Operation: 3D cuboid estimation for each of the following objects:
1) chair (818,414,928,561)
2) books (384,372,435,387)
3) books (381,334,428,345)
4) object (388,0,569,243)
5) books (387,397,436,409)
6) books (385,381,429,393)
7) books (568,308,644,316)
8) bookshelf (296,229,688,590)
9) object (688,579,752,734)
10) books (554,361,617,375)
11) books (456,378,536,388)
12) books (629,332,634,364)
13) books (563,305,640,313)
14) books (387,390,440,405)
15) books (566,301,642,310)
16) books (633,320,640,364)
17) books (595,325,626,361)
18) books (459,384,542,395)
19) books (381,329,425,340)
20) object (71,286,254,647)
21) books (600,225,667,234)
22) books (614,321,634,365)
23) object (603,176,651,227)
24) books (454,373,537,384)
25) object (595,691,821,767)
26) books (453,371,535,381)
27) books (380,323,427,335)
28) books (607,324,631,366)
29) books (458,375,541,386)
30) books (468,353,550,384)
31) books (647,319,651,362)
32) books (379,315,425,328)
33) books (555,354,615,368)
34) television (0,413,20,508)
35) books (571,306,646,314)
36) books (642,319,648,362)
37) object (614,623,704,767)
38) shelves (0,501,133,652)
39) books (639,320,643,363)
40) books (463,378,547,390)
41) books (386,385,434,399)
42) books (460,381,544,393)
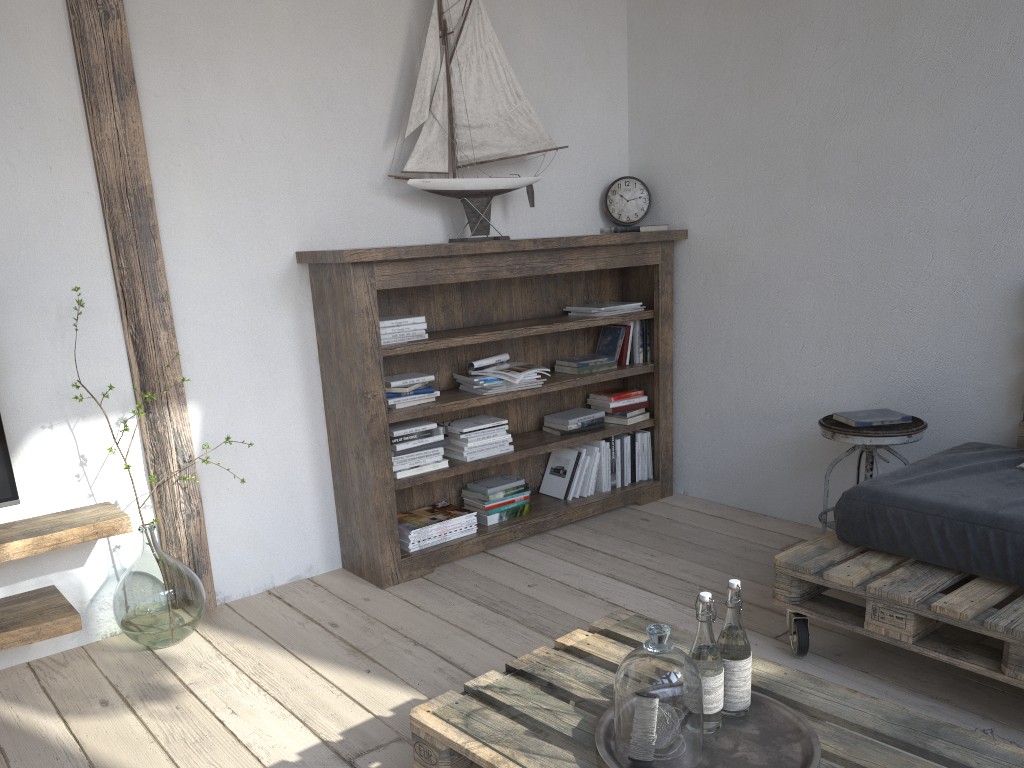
[{"bbox_3d":[1.254,0.379,3.104,0.349,0.537,0.347,-13,17,-33],"label":"chair"},{"bbox_3d":[-0.398,-0.016,3.214,0.182,0.019,0.137,-11,13,-37],"label":"books"},{"bbox_3d":[-0.435,-0.163,3.153,0.216,0.017,0.155,-12,13,-42],"label":"books"},{"bbox_3d":[-0.115,-1.031,3.176,0.780,1.023,0.137,-11,18,-31],"label":"object"},{"bbox_3d":[-0.394,0.060,3.235,0.181,0.020,0.138,-12,13,-42],"label":"books"},{"bbox_3d":[-0.401,0.004,3.214,0.132,0.022,0.194,0,10,18],"label":"books"},{"bbox_3d":[0.404,-0.310,3.767,0.254,0.009,0.202,-12,13,-43],"label":"books"},{"bbox_3d":[0.029,0.030,3.523,1.601,1.211,0.342,-12,18,-36],"label":"bookshelf"},{"bbox_3d":[0.384,0.502,1.635,0.151,0.276,0.070,-14,19,-36],"label":"object"},{"bbox_3d":[0.315,-0.075,3.770,0.216,0.031,0.159,-10,12,-34],"label":"books"},{"bbox_3d":[-0.063,-0.015,3.446,0.256,0.009,0.200,-7,11,-21],"label":"books"},{"bbox_3d":[0.493,-0.179,3.897,0.017,0.178,0.115,-16,19,-38],"label":"books"},{"bbox_3d":[0.382,-0.325,3.756,0.255,0.009,0.201,-9,11,-31],"label":"books"},{"bbox_3d":[-0.399,0.043,3.227,0.216,0.017,0.155,-11,12,-37],"label":"books"},{"bbox_3d":[0.393,-0.335,3.758,0.254,0.009,0.202,-12,13,-41],"label":"books"},{"bbox_3d":[0.512,-0.196,3.901,0.020,0.207,0.133,-16,19,-38],"label":"books"},{"bbox_3d":[0.425,-0.166,3.840,0.080,0.177,0.129,-14,18,-37],"label":"books"},{"bbox_3d":[-0.047,0.011,3.450,0.255,0.009,0.201,-9,11,-29],"label":"books"},{"bbox_3d":[-0.424,-0.178,3.134,0.182,0.019,0.137,-11,13,-37],"label":"books"},{"bbox_3d":[-1.062,0.249,2.754,0.272,1.155,0.504,9,19,37],"label":"object"},{"bbox_3d":[0.530,-0.671,3.819,0.176,0.026,0.232,-11,13,-38],"label":"books"},{"bbox_3d":[0.469,-0.185,3.873,0.049,0.197,0.137,-16,19,-38],"label":"books"},{"bbox_3d":[0.499,-0.790,3.814,0.204,0.216,0.079,-3,15,-2],"label":"object"},{"bbox_3d":[-0.066,-0.033,3.448,0.255,0.009,0.201,-9,11,-31],"label":"books"},{"bbox_3d":[0.348,0.644,1.586,0.393,0.022,0.385,-6,10,-18],"label":"object"},{"bbox_3d":[-0.074,-0.041,3.446,0.256,0.009,0.200,-8,11,-26],"label":"books"},{"bbox_3d":[-0.438,-0.200,3.140,0.216,0.022,0.155,-11,13,-37],"label":"books"},{"bbox_3d":[0.452,-0.172,3.857,0.058,0.181,0.137,-16,19,-39],"label":"books"},{"bbox_3d":[-0.051,-0.025,3.446,0.255,0.009,0.201,-9,11,-31],"label":"books"},{"bbox_3d":[-0.010,-0.057,3.453,0.220,0.091,0.255,4,12,31],"label":"books"},{"bbox_3d":[0.565,-0.199,3.945,0.020,0.191,0.137,-16,19,-37],"label":"books"},{"bbox_3d":[-0.444,-0.224,3.139,0.216,0.022,0.155,-11,13,-37],"label":"books"},{"bbox_3d":[0.311,-0.099,3.755,0.202,0.022,0.147,-10,12,-33],"label":"books"},{"bbox_3d":[-1.860,0.146,2.127,1.087,0.728,0.203,-12,18,-36],"label":"television"},{"bbox_3d":[0.414,-0.320,3.773,0.202,0.009,0.253,6,13,43],"label":"books"},{"bbox_3d":[0.548,-0.201,3.919,0.020,0.207,0.134,-16,19,-38],"label":"books"},{"bbox_3d":[0.257,0.536,1.540,0.155,0.255,0.151,2,15,20],"label":"object"},{"bbox_3d":[-1.795,0.722,2.265,1.580,0.465,0.325,-11,16,-37],"label":"shelves"},{"bbox_3d":[0.527,-0.192,3.916,0.020,0.191,0.137,-16,19,-37],"label":"books"},{"bbox_3d":[-0.029,-0.010,3.457,0.254,0.009,0.201,-10,12,-36],"label":"books"},{"bbox_3d":[-0.406,0.025,3.218,0.207,0.021,0.143,-7,11,-22],"label":"books"},{"bbox_3d":[-0.041,0.001,3.453,0.255,0.009,0.201,-9,12,-33],"label":"books"}]
